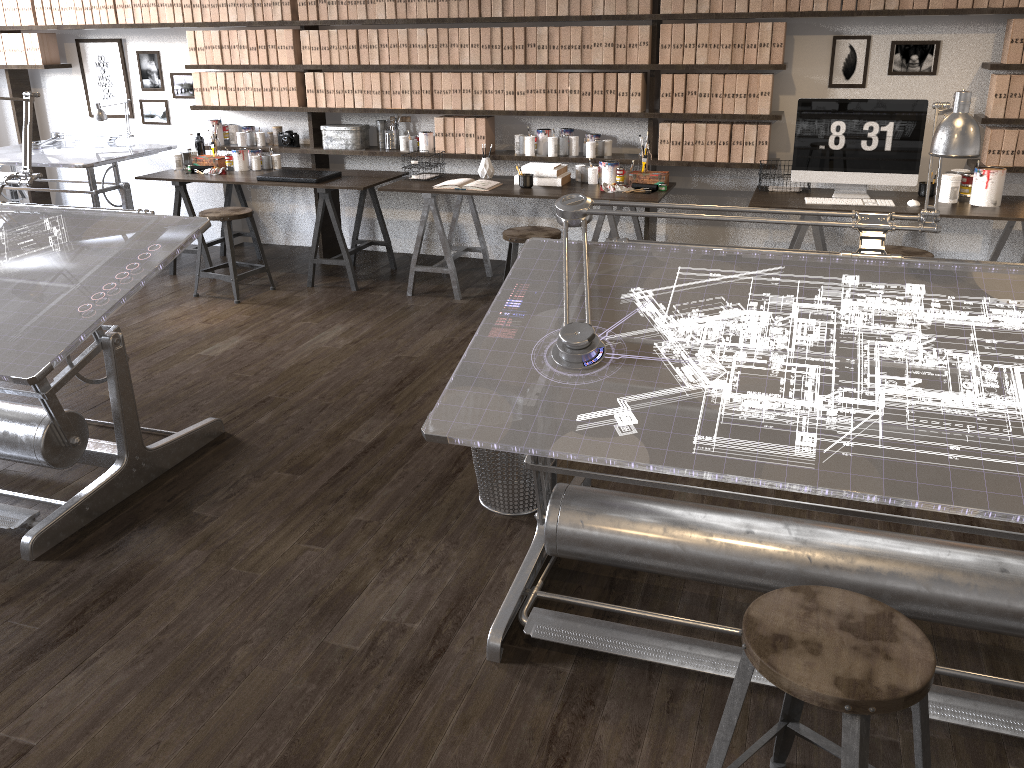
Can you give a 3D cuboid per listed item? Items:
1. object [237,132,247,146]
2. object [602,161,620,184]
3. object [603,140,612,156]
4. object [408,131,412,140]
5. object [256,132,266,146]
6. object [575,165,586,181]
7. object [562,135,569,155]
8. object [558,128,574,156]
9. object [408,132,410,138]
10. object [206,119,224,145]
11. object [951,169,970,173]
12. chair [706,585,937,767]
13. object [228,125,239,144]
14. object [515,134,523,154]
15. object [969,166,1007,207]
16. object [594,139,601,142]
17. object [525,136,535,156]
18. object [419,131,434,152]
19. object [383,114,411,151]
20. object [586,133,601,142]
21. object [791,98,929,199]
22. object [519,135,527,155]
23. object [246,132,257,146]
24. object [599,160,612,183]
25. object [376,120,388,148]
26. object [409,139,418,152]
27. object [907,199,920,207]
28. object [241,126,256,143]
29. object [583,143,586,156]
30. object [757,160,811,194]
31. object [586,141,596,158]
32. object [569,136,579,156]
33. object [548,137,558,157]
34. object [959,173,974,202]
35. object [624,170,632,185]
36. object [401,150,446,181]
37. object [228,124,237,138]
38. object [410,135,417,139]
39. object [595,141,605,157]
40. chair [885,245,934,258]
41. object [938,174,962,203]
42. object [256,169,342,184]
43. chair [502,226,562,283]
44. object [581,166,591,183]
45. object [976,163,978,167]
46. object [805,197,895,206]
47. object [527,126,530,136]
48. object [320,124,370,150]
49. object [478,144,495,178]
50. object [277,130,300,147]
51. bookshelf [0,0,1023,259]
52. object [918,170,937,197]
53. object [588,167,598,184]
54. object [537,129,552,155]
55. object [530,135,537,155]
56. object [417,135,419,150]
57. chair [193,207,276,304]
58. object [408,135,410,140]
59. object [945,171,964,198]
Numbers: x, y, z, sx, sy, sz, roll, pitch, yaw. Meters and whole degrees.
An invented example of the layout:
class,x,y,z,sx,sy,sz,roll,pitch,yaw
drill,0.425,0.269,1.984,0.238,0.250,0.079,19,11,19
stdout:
class,x,y,z,sx,sy,sz,roll,pitch,yaw
object,-1.899,-1.720,6.224,0.062,0.093,0.063,1,20,4
object,0.585,-1.245,5.245,0.105,0.139,0.105,9,22,25
object,0.593,-1.468,5.509,0.062,0.094,0.062,-16,25,-37
object,-0.664,-1.607,5.837,0.041,0.123,0.008,2,19,7
object,-1.762,-1.719,6.217,0.062,0.093,0.063,1,20,4
object,0.418,-1.289,5.410,0.062,0.093,0.062,-12,23,-28
object,0.337,-1.500,5.569,0.044,0.125,0.045,13,24,34
object,0.329,-1.521,5.580,0.094,0.159,0.208,6,22,19
object,-0.670,-1.599,5.836,0.028,0.125,0.004,5,20,16
object,-2.103,-1.780,6.274,0.107,0.174,0.109,7,21,19
object,2.411,-1.082,4.779,0.095,0.142,0.095,13,24,33
chair,0.569,0.687,1.634,0.361,0.519,0.375,-18,26,-40
object,-1.981,-1.779,6.314,0.070,0.128,0.071,-13,23,-31
object,0.048,-1.533,5.663,0.062,0.117,0.062,-12,23,-28
object,2.436,-1.008,4.537,0.144,0.193,0.147,-4,20,-8
object,0.531,-1.472,5.519,0.044,0.101,0.045,3,20,9
object,0.115,-1.489,5.550,0.062,0.117,0.062,-8,21,-20
object,-0.563,-1.591,5.824,0.095,0.126,0.095,9,22,24
object,-0.773,-1.701,5.905,0.181,0.267,0.159,0,20,3
object,0.510,-1.508,5.578,0.094,0.128,0.096,1,20,6
object,1.858,-1.274,4.780,0.644,0.509,0.207,6,21,18
object,0.077,-1.511,5.606,0.063,0.116,0.063,-12,23,-28
object,-1.829,-1.717,6.216,0.062,0.092,0.064,1,20,4
object,0.573,-1.283,5.358,0.095,0.126,0.095,5,21,14
object,-0.883,-1.700,6.034,0.079,0.185,0.080,-1,20,-2
object,-0.619,-1.598,5.885,0.062,0.092,0.183,11,24,30
object,2.065,-0.931,4.554,0.059,0.028,0.108,5,22,14
object,-1.877,-1.773,6.324,0.094,0.126,0.095,-17,26,-38
object,0.470,-1.458,5.514,0.054,0.080,0.055,2,20,9
object,1.540,-1.171,5.000,0.284,0.158,0.207,3,21,10
object,0.485,-1.435,5.429,0.062,0.094,0.062,-16,25,-37
object,0.387,-1.487,5.535,0.062,0.117,0.063,-5,20,-12
object,0.253,-1.475,5.509,0.062,0.117,0.063,-5,20,-12
object,2.380,-1.023,4.629,0.068,0.152,0.069,-2,20,-4
object,0.680,-1.220,5.248,0.060,0.087,0.060,8,22,22
object,-0.554,-1.375,5.581,0.204,0.158,0.288,6,22,17
object,-2.011,-1.806,6.385,0.072,0.127,0.072,-9,22,-23
object,-0.654,-1.612,5.913,0.063,0.092,0.064,-7,21,-18
object,0.540,-1.450,5.465,0.063,0.093,0.064,-16,25,-37
chair,1.835,-0.380,4.293,0.358,0.519,0.377,-5,21,-12
object,2.285,-1.018,4.621,0.095,0.142,0.095,18,27,42
object,-1.354,-1.325,5.648,0.446,0.033,0.317,6,23,18
chair,0.109,-0.568,4.821,0.372,0.519,0.364,-3,20,-7
object,0.447,-1.266,5.353,0.063,0.092,0.063,-12,23,-28
object,2.454,-1.075,4.676,0.007,0.177,0.056,-1,19,1
object,1.766,-0.953,4.639,0.439,0.017,0.120,5,22,13
object,0.117,-1.558,5.658,0.041,0.166,0.009,7,21,21
object,-1.132,-1.684,6.030,0.317,0.150,0.196,6,22,17
object,-0.163,-1.401,5.572,0.102,0.206,0.103,-10,22,-25
object,-1.560,-1.698,6.136,0.171,0.107,0.092,6,21,18
bookshelf,0.069,-1.578,5.704,9.190,3.156,0.379,6,21,18
object,2.251,-1.082,4.789,0.096,0.140,0.093,-1,20,-2
object,0.485,-1.245,5.297,0.062,0.093,0.062,-8,21,-20
object,0.203,-1.531,5.610,0.095,0.159,0.095,4,21,14
object,0.135,-1.512,5.606,0.045,0.125,0.045,6,21,18
object,-0.610,-1.599,5.877,0.045,0.099,0.045,7,21,20
chair,-1.740,-0.808,5.484,0.373,0.519,0.363,9,22,25
object,-0.667,-1.589,5.822,0.035,0.101,0.005,4,20,14
object,2.344,-1.052,4.706,0.097,0.141,0.097,13,24,33
